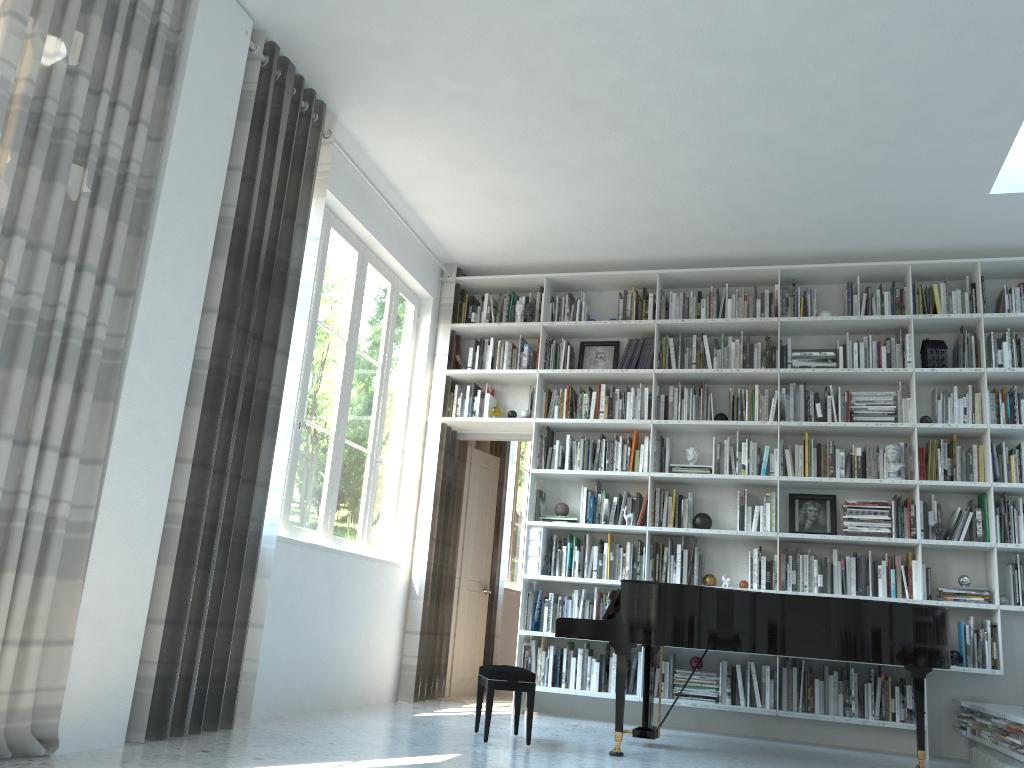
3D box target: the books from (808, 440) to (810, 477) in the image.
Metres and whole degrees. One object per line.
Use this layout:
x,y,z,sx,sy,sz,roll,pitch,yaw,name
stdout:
1.988,0.526,5.947,0.015,0.266,0.189,0,-16,17,books

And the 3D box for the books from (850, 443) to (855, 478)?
2.264,0.538,5.891,0.014,0.258,0.162,0,-15,17,books

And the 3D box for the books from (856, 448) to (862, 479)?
2.288,0.550,5.864,0.029,0.223,0.186,0,-16,17,books

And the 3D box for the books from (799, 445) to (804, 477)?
1.951,0.548,5.986,0.029,0.239,0.156,0,-16,17,books

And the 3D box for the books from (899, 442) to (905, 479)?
2.555,0.532,5.819,0.025,0.278,0.108,0,-15,17,books

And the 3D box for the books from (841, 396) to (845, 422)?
2.233,0.204,5.997,0.024,0.215,0.132,0,-15,17,books

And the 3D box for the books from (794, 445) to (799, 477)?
1.927,0.545,6.000,0.026,0.247,0.139,0,-15,17,books

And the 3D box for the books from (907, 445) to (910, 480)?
2.585,0.539,5.803,0.014,0.260,0.137,0,-15,17,books

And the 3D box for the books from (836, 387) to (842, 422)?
2.209,0.175,5.996,0.021,0.268,0.192,0,-16,17,books

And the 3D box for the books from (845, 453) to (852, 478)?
2.233,0.569,5.901,0.050,0.198,0.146,0,-16,17,books

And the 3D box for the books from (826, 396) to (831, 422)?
2.150,0.203,6.018,0.024,0.216,0.148,0,-16,17,books

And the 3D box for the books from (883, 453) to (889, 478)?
2.452,0.566,5.829,0.035,0.201,0.149,0,-16,17,books

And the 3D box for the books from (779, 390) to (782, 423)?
1.853,0.187,6.121,0.012,0.253,0.161,0,-16,17,books

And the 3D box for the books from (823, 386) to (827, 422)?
2.133,0.172,6.039,0.022,0.284,0.131,0,-15,17,books

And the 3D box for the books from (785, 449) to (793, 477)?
1.869,0.559,5.991,0.053,0.208,0.156,0,-16,17,books

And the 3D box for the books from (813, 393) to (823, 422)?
2.085,0.192,6.034,0.066,0.236,0.154,0,-16,17,books

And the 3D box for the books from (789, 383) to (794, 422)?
1.920,0.163,6.094,0.026,0.296,0.179,0,-15,17,books

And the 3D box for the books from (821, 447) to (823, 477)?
2.075,0.551,5.939,0.012,0.227,0.170,0,-16,17,books

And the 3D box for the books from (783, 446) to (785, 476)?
1.846,0.553,6.027,0.011,0.234,0.142,0,-15,17,books

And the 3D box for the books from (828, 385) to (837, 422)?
2.180,0.168,6.022,0.049,0.290,0.162,0,-15,17,books

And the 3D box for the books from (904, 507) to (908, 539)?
2.530,0.914,5.715,0.021,0.217,0.132,0,-15,17,books

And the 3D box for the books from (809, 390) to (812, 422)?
2.037,0.186,6.055,0.014,0.249,0.173,0,-16,17,books

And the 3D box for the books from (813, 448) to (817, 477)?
2.035,0.555,5.966,0.024,0.228,0.148,0,-16,17,books

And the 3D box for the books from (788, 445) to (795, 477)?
1.891,0.546,6.001,0.042,0.241,0.162,0,-16,17,books

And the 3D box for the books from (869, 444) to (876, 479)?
2.381,0.536,5.850,0.025,0.258,0.151,0,-15,17,books

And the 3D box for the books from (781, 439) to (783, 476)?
1.838,0.531,6.037,0.010,0.281,0.140,0,-15,17,books

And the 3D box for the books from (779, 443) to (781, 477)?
1.824,0.541,6.028,0.012,0.253,0.161,0,-16,17,books

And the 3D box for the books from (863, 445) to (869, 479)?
2.334,0.538,5.845,0.012,0.244,0.186,0,-16,17,books

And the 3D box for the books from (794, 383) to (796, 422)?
1.945,0.161,6.108,0.014,0.312,0.134,0,-15,17,books

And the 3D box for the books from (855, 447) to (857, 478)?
2.273,0.549,5.881,0.010,0.233,0.175,0,-16,17,books

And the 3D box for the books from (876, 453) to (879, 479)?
2.405,0.566,5.852,0.022,0.206,0.114,0,-15,17,books

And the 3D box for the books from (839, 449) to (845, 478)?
2.192,0.558,5.904,0.030,0.214,0.169,0,-16,17,books

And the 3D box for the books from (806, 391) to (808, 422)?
2.013,0.187,6.066,0.011,0.251,0.153,0,-15,17,books

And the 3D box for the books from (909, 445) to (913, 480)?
2.605,0.539,5.805,0.023,0.264,0.107,0,-15,17,books

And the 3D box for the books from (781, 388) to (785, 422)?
1.869,0.178,6.108,0.026,0.266,0.171,0,-16,17,books

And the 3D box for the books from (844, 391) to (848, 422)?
2.251,0.188,5.988,0.015,0.244,0.183,0,-16,17,books

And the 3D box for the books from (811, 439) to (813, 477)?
2.014,0.523,5.956,0.010,0.280,0.171,0,-15,17,books

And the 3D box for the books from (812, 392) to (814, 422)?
2.049,0.192,6.051,0.011,0.239,0.148,0,-15,17,books

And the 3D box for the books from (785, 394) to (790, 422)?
1.897,0.201,6.110,0.027,0.227,0.148,0,-16,17,books

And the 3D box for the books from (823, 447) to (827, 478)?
2.095,0.550,5.942,0.025,0.235,0.137,0,-15,17,books

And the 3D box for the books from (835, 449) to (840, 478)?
2.166,0.557,5.911,0.024,0.216,0.176,0,-16,17,books

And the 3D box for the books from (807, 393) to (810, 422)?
2.024,0.196,6.060,0.014,0.232,0.147,0,-15,17,books

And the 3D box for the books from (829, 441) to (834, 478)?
2.128,0.528,5.915,0.028,0.267,0.190,0,-16,17,books

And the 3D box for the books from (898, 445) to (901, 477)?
2.528,0.538,5.814,0.025,0.259,0.131,0,-15,17,books

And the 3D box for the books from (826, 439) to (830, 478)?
2.114,0.525,5.936,0.013,0.283,0.177,0,-15,17,books

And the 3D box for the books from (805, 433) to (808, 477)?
1.976,0.502,5.958,0.014,0.316,0.188,0,-15,17,books

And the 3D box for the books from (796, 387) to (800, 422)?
1.955,0.176,6.073,0.025,0.265,0.186,0,-16,17,books

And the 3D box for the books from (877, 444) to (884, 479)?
2.427,0.539,5.847,0.024,0.258,0.127,0,-15,17,books

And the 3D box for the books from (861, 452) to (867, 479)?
2.315,0.562,5.855,0.029,0.200,0.179,0,-16,17,books

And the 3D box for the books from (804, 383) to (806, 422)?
2.004,0.163,6.073,0.011,0.299,0.180,0,-15,17,books

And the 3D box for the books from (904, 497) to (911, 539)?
2.543,0.879,5.702,0.011,0.278,0.186,0,-16,17,books

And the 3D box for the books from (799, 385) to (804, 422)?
1.987,0.167,6.085,0.029,0.294,0.151,0,-15,17,books

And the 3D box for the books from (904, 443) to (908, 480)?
2.569,0.533,5.797,0.014,0.265,0.154,0,-15,17,books

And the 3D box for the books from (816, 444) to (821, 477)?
2.063,0.542,5.968,0.028,0.258,0.135,0,-15,17,books

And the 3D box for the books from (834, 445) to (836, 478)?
2.154,0.544,5.932,0.011,0.251,0.131,0,-15,17,books

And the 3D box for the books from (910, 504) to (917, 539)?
2.560,0.900,5.680,0.034,0.228,0.200,0,-16,17,books

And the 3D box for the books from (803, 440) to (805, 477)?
1.975,0.530,5.997,0.010,0.283,0.137,0,-15,17,books

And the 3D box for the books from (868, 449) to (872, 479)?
2.361,0.555,5.871,0.025,0.229,0.143,0,-15,17,books
